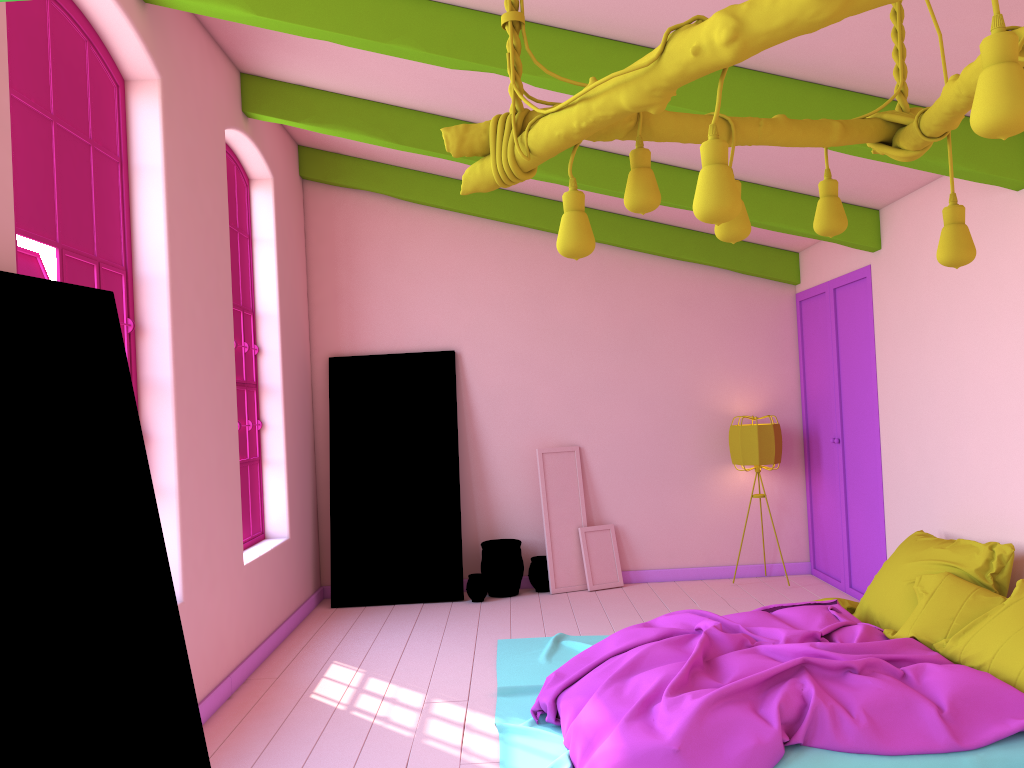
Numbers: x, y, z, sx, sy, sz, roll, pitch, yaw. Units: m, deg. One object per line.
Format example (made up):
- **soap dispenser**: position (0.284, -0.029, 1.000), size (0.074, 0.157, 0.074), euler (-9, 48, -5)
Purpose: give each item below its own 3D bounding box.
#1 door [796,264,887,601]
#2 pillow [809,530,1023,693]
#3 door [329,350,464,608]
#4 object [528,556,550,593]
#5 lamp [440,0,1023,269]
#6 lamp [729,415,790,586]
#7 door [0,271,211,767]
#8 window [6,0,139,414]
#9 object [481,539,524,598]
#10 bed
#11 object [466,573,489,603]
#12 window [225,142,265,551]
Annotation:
- **door**: position (2.692, 0.440, 7.309), size (0.108, 2.590, 1.677), euler (-3, -1, 0)
- **pillow**: position (2.328, 1.258, 4.843), size (0.848, 0.822, 2.618), euler (-3, -1, -11)
- **door**: position (-1.043, 0.820, 7.897), size (1.153, 2.210, 0.450), euler (-3, -1, 0)
- **object**: position (0.271, 1.706, 7.950), size (0.260, 0.306, 0.260), euler (-4, -1, 32)
- **lamp**: position (0.782, -1.396, 1.987), size (1.610, 2.264, 1.776), euler (-2, -1, -19)
- **lamp**: position (2.201, 1.009, 7.838), size (0.491, 1.466, 0.476), euler (-3, -1, 30)
- **door**: position (-1.494, 0.710, 2.976), size (0.450, 2.210, 1.153), euler (-3, -1, 10)
- **window**: position (-2.042, -0.346, 4.018), size (0.214, 3.009, 1.514), euler (-3, -1, 0)
- **object**: position (-0.086, 1.634, 7.875), size (0.386, 0.471, 0.386), euler (-4, -2, 42)
- **bed**: position (1.250, 1.468, 4.576), size (2.802, 0.514, 3.577), euler (-3, -2, 0)
- **object**: position (-0.300, 1.762, 7.653), size (0.199, 0.234, 0.199), euler (-2, -1, -33)
- **window**: position (-2.043, -0.289, 6.479), size (0.072, 3.046, 1.275), euler (-3, -1, 0)
